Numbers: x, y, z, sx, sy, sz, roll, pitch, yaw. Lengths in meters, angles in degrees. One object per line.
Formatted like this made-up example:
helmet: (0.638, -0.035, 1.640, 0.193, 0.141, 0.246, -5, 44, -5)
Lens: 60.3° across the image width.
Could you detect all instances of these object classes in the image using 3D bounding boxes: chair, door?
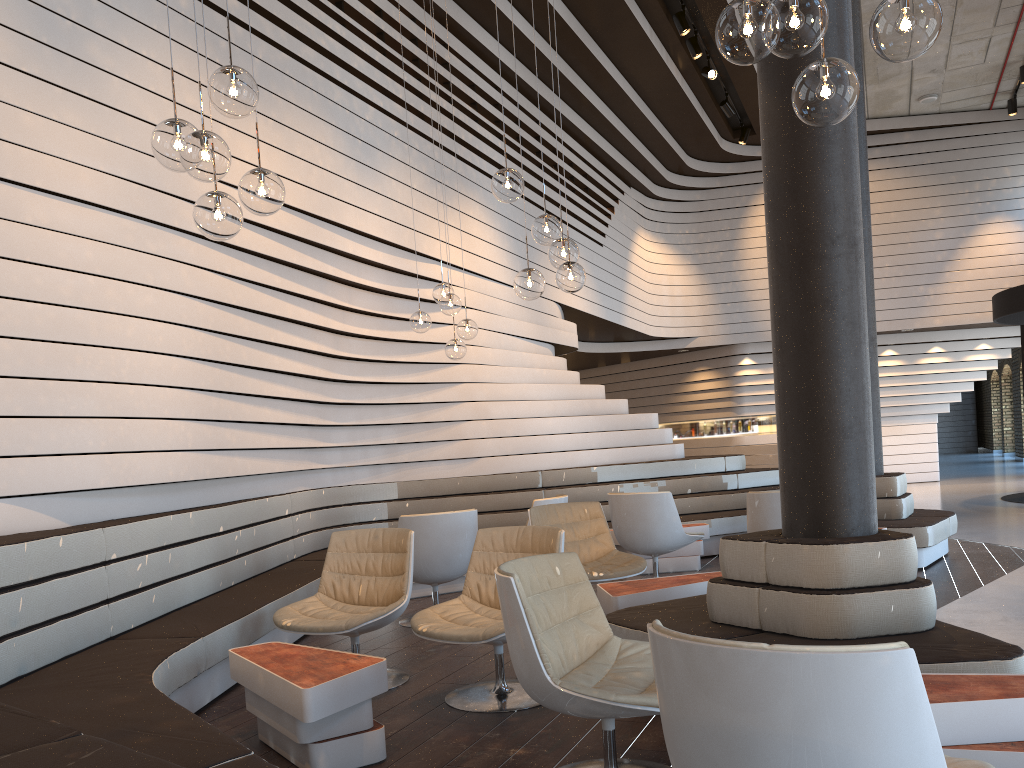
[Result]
chair: (0.105, 1.267, 6.888, 0.715, 0.768, 0.652, -4, -1, 23)
chair: (1.108, 1.198, 6.849, 0.662, 0.768, 0.704, -4, -1, 39)
chair: (-0.080, 1.079, 4.114, 0.662, 0.768, 0.704, -4, -1, 43)
door: (8.101, 0.087, 11.403, 3.229, 2.858, 3.227, -5, -2, 30)
chair: (-0.825, 1.158, 4.535, 0.662, 0.768, 0.704, -4, -1, 31)
chair: (0.321, 0.967, 2.932, 0.716, 0.768, 0.651, -4, -1, 27)
chair: (1.930, 1.083, 6.001, 0.661, 0.768, 0.705, -4, -1, 24)
chair: (0.664, 0.872, 1.931, 0.662, 0.768, 0.704, -4, -1, 41)
chair: (-0.548, 1.253, 6.105, 0.652, 0.768, 0.715, -4, -1, -22)
chair: (0.465, 1.150, 5.600, 0.651, 0.768, 0.716, -3, -1, -27)
door: (-1.920, 0.996, 10.512, 0.977, 2.110, 0.161, -3, 2, 24)

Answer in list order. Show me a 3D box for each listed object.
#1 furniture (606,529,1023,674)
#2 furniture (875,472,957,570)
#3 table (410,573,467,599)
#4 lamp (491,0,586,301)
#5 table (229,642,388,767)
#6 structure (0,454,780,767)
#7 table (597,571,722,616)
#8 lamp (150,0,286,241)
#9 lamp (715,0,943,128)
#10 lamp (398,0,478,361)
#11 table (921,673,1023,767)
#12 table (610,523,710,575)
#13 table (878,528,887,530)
furniture: (1.074, 1.000, 3.751, 1.272, 0.723, 1.777, -3, -3, -6)
furniture: (3.146, 1.132, 7.464, 1.757, 0.723, 1.286, -2, -3, -31)
table: (-0.723, 1.547, 7.274, 0.899, 0.371, 0.417, -2, -2, -29)
lamp: (0.012, -2.816, 4.547, 0.312, 4.753, 0.655, -2, 2, 32)
table: (-0.794, 1.282, 3.542, 0.410, 0.371, 0.914, -3, -3, -34)
structure: (-1.403, 1.045, 3.565, 5.807, 0.928, 18.119, -5, -4, 19)
table: (0.823, 1.271, 4.860, 0.899, 0.371, 0.417, -2, -2, -29)
lamp: (-1.118, -2.845, 2.992, 0.295, 4.686, 0.540, -3, 2, 18)
lamp: (0.669, -3.021, 2.180, 0.546, 4.686, 0.291, -3, 2, 9)
lamp: (-0.638, -2.538, 6.645, 0.529, 4.726, 0.333, -4, 2, -15)
table: (1.165, 1.084, 2.585, 0.910, 0.371, 0.411, -5, -2, 16)
table: (1.301, 1.445, 7.699, 0.904, 0.371, 0.414, -4, -1, -4)
table: (2.348, 1.303, 6.680, 0.912, 0.371, 0.410, -5, -2, 26)
